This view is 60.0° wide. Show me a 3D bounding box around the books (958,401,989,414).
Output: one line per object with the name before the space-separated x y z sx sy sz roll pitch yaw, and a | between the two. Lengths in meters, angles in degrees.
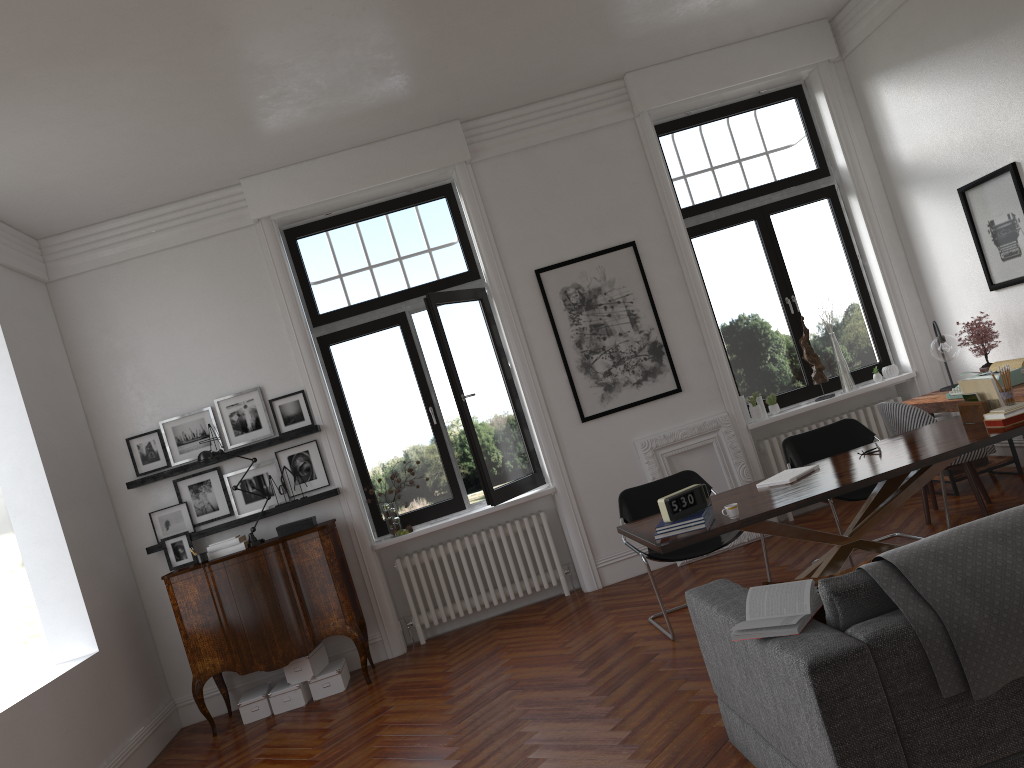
books | 2.582 0.158 4.952 0.028 0.124 0.221 -17 -2 -6

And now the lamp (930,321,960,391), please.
lamp | 3.337 -0.225 6.836 0.208 0.549 0.441 -18 -1 17

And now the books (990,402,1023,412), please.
books | 2.622 0.120 4.659 0.159 0.008 0.128 -17 -2 -4

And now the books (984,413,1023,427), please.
books | 2.620 0.176 4.640 0.215 0.040 0.159 -17 -2 -4

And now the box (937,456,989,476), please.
box | 3.445 0.623 6.850 0.317 0.082 0.296 -17 -2 -6

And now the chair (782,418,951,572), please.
chair | 2.233 0.690 5.678 0.752 0.872 0.746 -17 -1 -6

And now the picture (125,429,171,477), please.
picture | -2.863 0.543 6.977 0.266 0.315 0.020 -17 -1 -6

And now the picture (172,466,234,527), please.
picture | -2.437 0.899 6.999 0.373 0.406 0.020 -17 -1 -6

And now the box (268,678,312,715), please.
box | -1.634 2.309 6.631 0.245 0.177 0.394 -17 -2 -1

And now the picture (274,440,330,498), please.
picture | -1.673 0.678 7.080 0.343 0.384 0.020 -17 -1 -6

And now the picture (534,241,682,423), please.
picture | 0.802 -0.438 7.360 0.882 1.323 0.035 -17 -1 -6

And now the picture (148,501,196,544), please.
picture | -2.661 1.086 6.946 0.299 0.253 0.020 -17 -1 -6

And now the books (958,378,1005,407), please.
books | 2.647 0.080 4.984 0.043 0.239 0.310 -17 -2 -6

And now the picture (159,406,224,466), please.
picture | -2.533 0.414 7.012 0.415 0.367 0.020 -17 -1 -6

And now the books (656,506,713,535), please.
books | 0.889 0.697 4.550 0.251 0.017 0.344 -18 -2 19

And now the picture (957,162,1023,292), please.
picture | 3.521 -1.109 6.361 0.050 0.816 0.634 -17 -1 -6

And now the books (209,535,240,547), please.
books | -2.163 1.180 6.679 0.200 0.014 0.179 -17 -2 -6

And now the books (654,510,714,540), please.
books | 0.887 0.721 4.561 0.265 0.027 0.347 -18 -2 19

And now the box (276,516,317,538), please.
box | -1.654 1.096 6.827 0.282 0.086 0.209 -17 -2 -6

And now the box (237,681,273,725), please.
box | -1.900 2.392 6.634 0.209 0.177 0.395 -17 -2 -11

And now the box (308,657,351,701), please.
box | -1.373 2.230 6.689 0.244 0.177 0.394 -17 -2 -6

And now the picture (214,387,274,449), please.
picture | -2.131 0.269 7.054 0.369 0.408 0.020 -17 -1 -6

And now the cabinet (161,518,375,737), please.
cabinet | -1.782 1.807 6.653 1.265 1.217 0.641 -17 -1 -6

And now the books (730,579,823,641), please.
books | 0.861 0.734 2.905 0.225 0.096 0.278 -19 -2 36

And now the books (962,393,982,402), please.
books | 2.615 0.126 4.999 0.040 0.157 0.128 -17 -1 -6

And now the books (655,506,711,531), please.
books | 0.884 0.681 4.550 0.251 0.017 0.344 -18 -2 19

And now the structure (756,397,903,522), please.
structure | 2.871 0.673 7.735 1.452 0.778 0.225 -17 -1 -6

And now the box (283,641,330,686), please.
box | -1.550 2.101 6.678 0.209 0.177 0.394 -17 -2 4

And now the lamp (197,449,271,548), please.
lamp | -2.084 0.855 6.786 0.489 0.802 0.175 -16 -1 -41

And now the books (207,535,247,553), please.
books | -2.153 1.207 6.700 0.239 0.044 0.255 -17 -2 -6

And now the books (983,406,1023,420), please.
books | 2.617 0.141 4.646 0.207 0.028 0.164 -17 -2 -8

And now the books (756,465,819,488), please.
books | 1.580 0.529 5.070 0.324 0.026 0.231 -16 -3 -41

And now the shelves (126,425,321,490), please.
shelves | -2.249 0.570 6.961 1.514 0.055 0.158 -17 -2 -6

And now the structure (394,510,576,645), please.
structure | -0.240 1.629 7.415 1.452 0.778 0.225 -17 -1 -6

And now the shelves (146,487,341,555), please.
shelves | -2.093 1.070 6.954 1.514 0.055 0.156 -17 -2 -6

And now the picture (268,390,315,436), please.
picture | -1.762 0.232 7.089 0.289 0.303 0.020 -17 -1 -6

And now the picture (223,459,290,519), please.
picture | -2.026 0.832 7.039 0.433 0.365 0.020 -17 -1 -6

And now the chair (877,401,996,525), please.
chair | 2.935 0.481 6.120 0.547 0.899 0.717 -17 -1 -13

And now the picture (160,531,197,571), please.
picture | -2.558 1.284 6.814 0.213 0.257 0.020 -17 -1 -6

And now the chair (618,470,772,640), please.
chair | 1.115 1.033 5.563 0.752 0.872 0.746 -17 -1 -6
